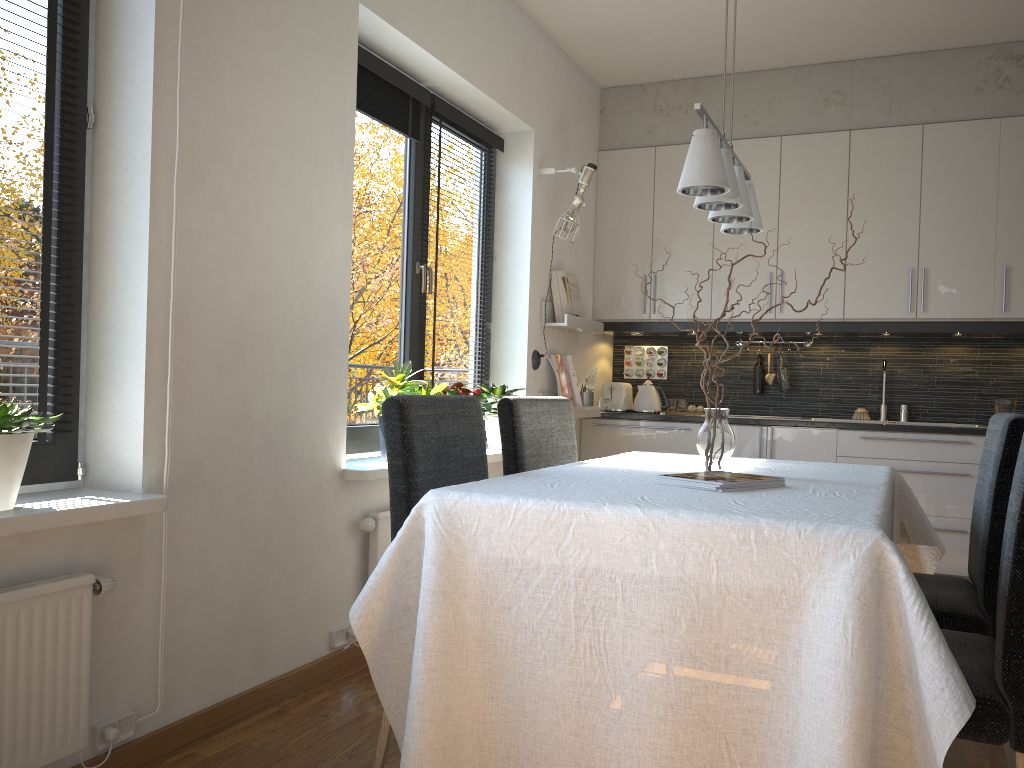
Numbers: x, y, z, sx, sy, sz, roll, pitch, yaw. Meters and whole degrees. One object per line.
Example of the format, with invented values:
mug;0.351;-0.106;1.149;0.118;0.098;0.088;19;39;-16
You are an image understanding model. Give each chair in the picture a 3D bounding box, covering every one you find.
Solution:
chair;-0.015;0.516;2.330;0.544;0.960;0.461;2;0;24
chair;0.885;0.543;1.930;0.544;0.960;0.461;2;0;29
chair;1.171;0.555;2.573;0.544;0.960;0.461;2;0;24
chair;0.271;0.528;2.973;0.544;0.960;0.461;2;0;29

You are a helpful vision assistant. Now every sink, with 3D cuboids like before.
sink;1.789;0.281;4.837;1.421;0.168;0.475;2;0;24

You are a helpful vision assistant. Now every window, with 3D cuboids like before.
window;-0.420;-0.492;3.789;0.119;1.588;1.561;2;0;24
window;-11.940;1.345;6.976;12.974;18.373;21.824;2;0;-36

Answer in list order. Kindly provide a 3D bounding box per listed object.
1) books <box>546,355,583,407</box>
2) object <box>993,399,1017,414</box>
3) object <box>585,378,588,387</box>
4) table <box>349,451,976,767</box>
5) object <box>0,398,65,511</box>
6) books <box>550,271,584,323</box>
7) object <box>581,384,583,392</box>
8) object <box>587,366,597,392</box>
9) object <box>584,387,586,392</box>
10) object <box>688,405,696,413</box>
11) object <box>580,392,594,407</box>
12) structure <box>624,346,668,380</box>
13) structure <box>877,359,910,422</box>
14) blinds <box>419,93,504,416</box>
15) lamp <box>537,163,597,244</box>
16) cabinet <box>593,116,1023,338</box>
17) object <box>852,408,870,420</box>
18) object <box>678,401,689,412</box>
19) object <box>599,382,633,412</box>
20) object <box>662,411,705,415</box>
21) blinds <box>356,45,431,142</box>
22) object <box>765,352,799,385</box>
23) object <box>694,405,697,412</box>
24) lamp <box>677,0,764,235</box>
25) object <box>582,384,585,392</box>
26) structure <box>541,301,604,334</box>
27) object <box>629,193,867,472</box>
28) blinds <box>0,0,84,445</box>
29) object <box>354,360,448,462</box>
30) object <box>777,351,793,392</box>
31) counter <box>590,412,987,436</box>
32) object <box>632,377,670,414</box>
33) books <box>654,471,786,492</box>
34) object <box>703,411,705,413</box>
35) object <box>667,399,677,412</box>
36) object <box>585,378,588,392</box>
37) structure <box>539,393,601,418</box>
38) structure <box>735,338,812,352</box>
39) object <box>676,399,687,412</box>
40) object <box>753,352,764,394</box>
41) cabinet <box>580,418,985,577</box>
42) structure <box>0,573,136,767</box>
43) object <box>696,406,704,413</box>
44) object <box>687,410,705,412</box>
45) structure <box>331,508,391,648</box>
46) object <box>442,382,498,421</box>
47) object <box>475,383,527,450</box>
books;0.288;0.005;4.753;0.138;0.330;0.283;2;0;22
object;2.459;0.150;4.429;0.102;0.146;0.102;2;0;24
object;0.414;0.064;5.033;0.014;0.193;0.043;2;1;35
table;0.546;0.634;2.479;1.235;0.763;1.856;2;0;25
object;-1.118;0.146;1.878;0.283;0.237;0.267;2;0;6
books;0.315;-0.448;4.796;0.109;0.299;0.364;2;0;24
object;0.388;0.066;5.032;0.007;0.161;0.086;2;0;25
object;0.451;0.033;5.012;0.060;0.267;0.119;2;0;15
object;0.399;0.076;4.987;0.067;0.165;0.007;1;1;-43
object;1.069;0.150;5.277;0.045;0.045;0.046;2;0;27
object;0.409;0.106;5.002;0.103;0.124;0.103;2;0;21
structure;0.838;-0.136;5.591;0.279;0.209;0.045;2;0;24
structure;2.132;0.038;4.924;0.167;0.347;0.195;2;0;16
blinds;-0.228;-0.527;4.126;0.049;1.422;0.710;2;0;24
lamp;0.269;-0.902;4.450;0.311;0.395;0.131;2;0;29
cabinet;2.512;-0.792;4.627;4.235;1.070;0.458;2;0;24
object;1.981;0.171;5.029;0.097;0.065;0.099;2;0;16
object;1.031;0.137;5.334;0.065;0.064;0.065;2;0;24
object;0.629;0.085;5.348;0.175;0.192;0.253;2;0;24
object;1.055;0.176;5.362;0.335;0.012;0.213;2;0;26
blinds;-0.512;-1.136;3.438;0.049;0.229;0.710;2;0;24
object;1.592;-0.093;5.234;0.188;0.204;0.072;2;0;11
object;1.097;0.147;5.330;0.044;0.050;0.043;2;0;-23
lamp;0.615;-1.119;2.476;0.131;1.284;0.760;2;0;24
object;0.390;0.079;4.977;0.007;0.159;0.089;2;0;-16
structure;0.335;-0.357;4.801;0.147;0.129;0.594;2;0;24
object;0.640;-0.134;2.556;0.615;0.785;0.403;2;0;-1
blinds;-1.208;-0.568;1.920;0.049;1.422;0.710;2;0;24
object;-0.413;0.101;3.364;0.299;0.384;0.333;2;0;39
object;1.605;-0.074;5.213;0.093;0.242;0.074;2;1;-3
counter;2.448;0.317;4.567;4.249;0.192;0.622;2;0;24
object;0.813;0.076;5.258;0.178;0.236;0.204;2;0;-30
books;0.522;0.241;2.215;0.278;0.022;0.204;2;0;-39
object;1.122;0.166;5.379;0.024;0.015;0.248;2;0;-21
object;0.959;0.129;5.344;0.071;0.076;0.071;2;0;16
object;0.413;0.065;4.992;0.007;0.200;0.020;1;1;-45
structure;0.320;0.116;4.805;0.147;0.129;0.594;2;0;24
structure;1.545;-0.231;5.265;0.443;0.081;0.067;2;0;24
object;1.030;0.132;5.409;0.071;0.076;0.071;2;0;24
object;1.473;-0.071;5.288;0.060;0.256;0.060;1;1;-44
cabinet;2.322;0.602;4.307;4.222;0.690;0.040;2;0;24
structure;-1.198;0.649;1.514;0.078;0.459;1.457;2;0;23
object;1.120;0.151;5.281;0.043;0.043;0.044;2;0;21
object;1.119;0.163;5.366;0.021;0.019;0.174;2;0;-44
structure;-0.266;0.689;3.611;0.078;0.459;1.457;2;0;25
object;-0.193;0.148;3.794;0.371;0.309;0.380;2;0;-1
object;-0.080;0.150;4.180;0.354;0.316;0.292;2;0;15
